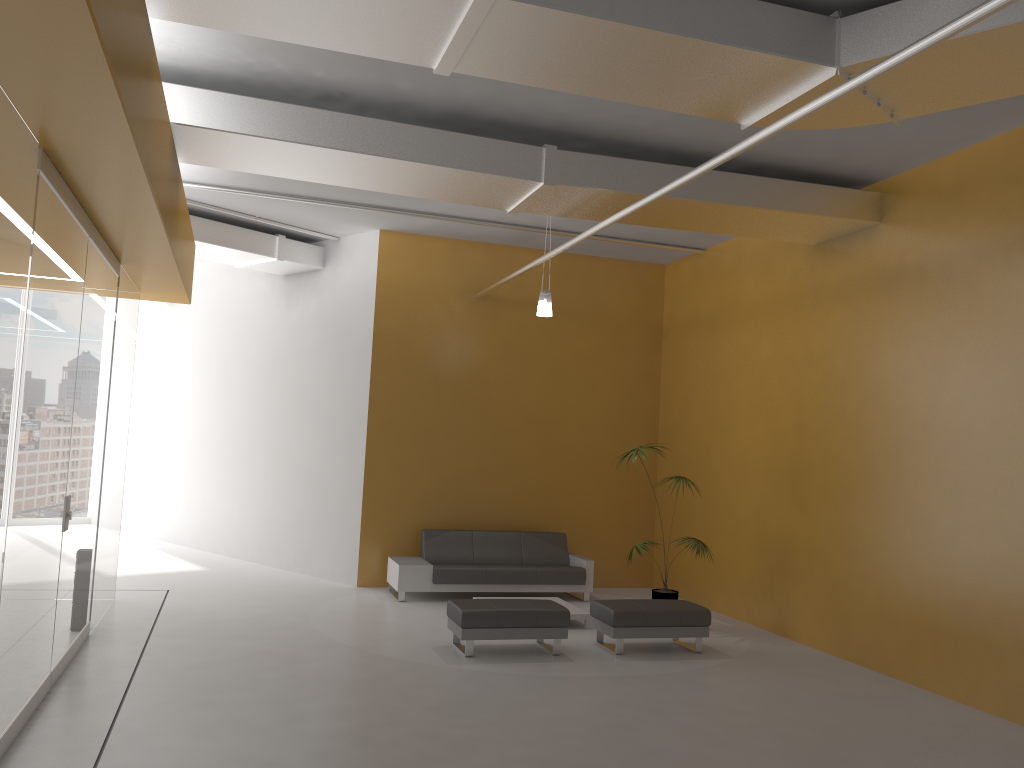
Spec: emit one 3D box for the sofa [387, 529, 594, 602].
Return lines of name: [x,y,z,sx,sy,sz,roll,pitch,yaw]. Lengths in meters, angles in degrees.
sofa: [-0.258,2.210,10.820,2.400,0.761,0.860,4,-4,-17]

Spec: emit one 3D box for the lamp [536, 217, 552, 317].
lamp: [0.385,-1.355,9.723,0.174,1.227,0.174,1,-4,24]

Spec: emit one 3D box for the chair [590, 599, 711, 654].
chair: [1.304,2.291,8.416,1.012,0.423,0.575,4,-4,-17]

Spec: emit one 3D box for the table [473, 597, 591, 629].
table: [0.188,2.446,9.494,1.000,0.150,1.000,4,-4,-17]

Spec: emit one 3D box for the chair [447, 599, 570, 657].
chair: [-0.045,2.192,8.022,1.012,0.423,0.575,4,-4,-17]

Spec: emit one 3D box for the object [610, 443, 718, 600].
object: [1.591,1.615,9.517,1.222,1.956,0.912,1,-4,23]
